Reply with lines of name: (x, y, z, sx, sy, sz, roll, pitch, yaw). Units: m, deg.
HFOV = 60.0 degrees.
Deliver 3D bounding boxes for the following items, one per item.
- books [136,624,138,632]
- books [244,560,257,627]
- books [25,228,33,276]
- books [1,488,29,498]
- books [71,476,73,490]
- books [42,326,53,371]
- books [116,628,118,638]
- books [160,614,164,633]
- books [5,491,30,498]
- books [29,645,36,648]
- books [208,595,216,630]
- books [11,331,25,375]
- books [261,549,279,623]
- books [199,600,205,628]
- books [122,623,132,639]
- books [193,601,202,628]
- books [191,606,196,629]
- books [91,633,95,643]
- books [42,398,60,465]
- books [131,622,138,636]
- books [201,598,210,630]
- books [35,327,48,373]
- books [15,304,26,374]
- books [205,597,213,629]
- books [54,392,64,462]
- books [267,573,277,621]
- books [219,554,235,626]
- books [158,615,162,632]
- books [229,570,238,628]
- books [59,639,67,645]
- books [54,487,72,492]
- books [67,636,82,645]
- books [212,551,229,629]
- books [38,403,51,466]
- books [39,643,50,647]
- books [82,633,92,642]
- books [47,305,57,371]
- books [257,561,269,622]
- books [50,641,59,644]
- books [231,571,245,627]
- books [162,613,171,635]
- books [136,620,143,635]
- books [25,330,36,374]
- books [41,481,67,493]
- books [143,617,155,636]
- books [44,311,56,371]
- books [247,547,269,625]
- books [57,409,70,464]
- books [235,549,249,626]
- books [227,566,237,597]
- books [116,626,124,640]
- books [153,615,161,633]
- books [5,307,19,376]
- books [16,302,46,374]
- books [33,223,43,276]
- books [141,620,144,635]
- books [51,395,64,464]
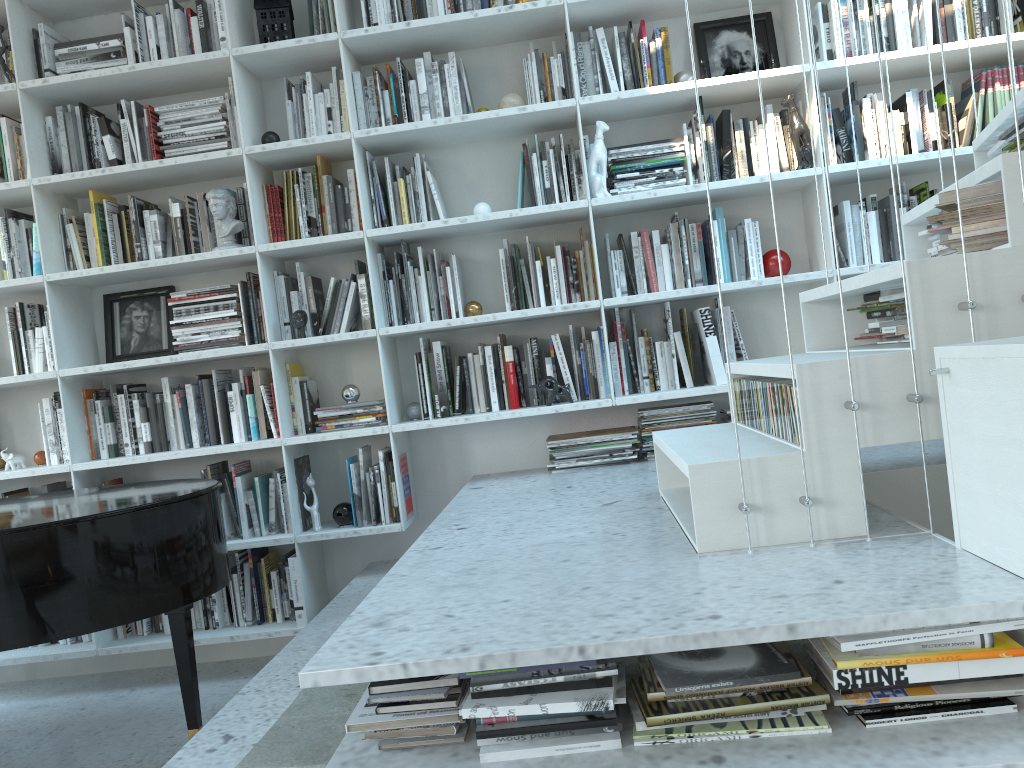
books: (-1.523, 0.883, 3.653, 0.010, 0.259, 0.131, -7, 2, 4)
books: (-1.032, 0.826, 3.575, 0.044, 0.251, 0.186, -7, 1, 4)
books: (-1.916, -0.516, 3.622, 0.026, 0.219, 0.150, -7, 1, 4)
books: (-2.035, 0.580, 3.668, 0.012, 0.285, 0.159, -7, 2, 4)
books: (-1.730, 0.525, 3.631, 0.013, 0.320, 0.173, -7, 2, 4)
books: (-1.843, -0.139, 3.619, 0.024, 0.188, 0.172, -7, 1, 4)
books: (-1.597, 0.894, 3.650, 0.012, 0.254, 0.161, -7, 2, 4)
books: (-1.410, 0.860, 3.636, 0.012, 0.276, 0.154, -7, 2, 4)
books: (-2.023, 0.586, 3.662, 0.012, 0.271, 0.142, -7, 2, 4)
books: (-1.956, 0.939, 3.660, 0.012, 0.254, 0.161, -7, 2, 4)
books: (-1.192, 0.803, 3.596, 0.014, 0.336, 0.182, -7, 2, 4)
books: (-1.976, -0.122, 3.625, 0.025, 0.186, 0.154, -7, 1, 4)
books: (-0.963, 0.814, 3.582, 0.011, 0.258, 0.171, -7, 2, 4)
books: (-1.236, 0.875, 3.619, 0.024, 0.203, 0.144, -7, 1, 4)
books: (-1.553, 0.866, 3.625, 0.014, 0.301, 0.184, -7, 2, 4)
books: (-1.265, 0.850, 3.622, 0.028, 0.261, 0.132, -7, 2, 4)
books: (-1.292, 0.866, 3.626, 0.030, 0.235, 0.138, -7, 2, 4)
books: (-1.671, 0.901, 3.627, 0.024, 0.260, 0.189, -7, 1, 4)
books: (-1.842, 0.189, 3.626, 0.027, 0.269, 0.158, -7, 2, 4)
books: (-1.540, 0.844, 3.640, 0.014, 0.340, 0.139, -7, 2, 4)
books: (-1.223, 0.833, 3.604, 0.013, 0.285, 0.184, -7, 2, 4)
books: (-1.883, -0.134, 3.617, 0.057, 0.188, 0.156, -7, 1, 4)
books: (-1.964, -0.177, 3.633, 0.011, 0.292, 0.155, -7, 2, 4)
books: (-1.201, 0.866, 3.608, 0.022, 0.213, 0.167, -7, 1, 4)
books: (-1.813, 0.174, 3.633, 0.014, 0.291, 0.131, -7, 2, 4)
books: (-0.941, 0.845, 3.592, 0.024, 0.191, 0.155, -7, 1, 4)
books: (-1.153, 0.835, 3.611, 0.024, 0.262, 0.131, -7, 2, 4)
books: (-1.420, 0.880, 3.633, 0.012, 0.239, 0.128, -7, 2, 4)
books: (-1.095, 0.857, 3.585, 0.010, 0.206, 0.179, -7, 1, 4)
books: (-1.833, 0.924, 3.654, 0.062, 0.253, 0.177, -7, 1, 4)
books: (-1.821, 0.564, 3.623, 0.011, 0.266, 0.191, -7, 1, 4)
books: (-1.787, 0.908, 3.640, 0.012, 0.275, 0.180, -7, 2, 4)
books: (-1.175, 0.825, 3.597, 0.014, 0.288, 0.184, -7, 2, 4)
books: (-1.875, 0.200, 3.639, 0.012, 0.254, 0.161, -7, 2, 4)
books: (-1.901, 0.958, 3.660, 0.029, 0.202, 0.178, -7, 1, 4)
books: (-1.743, 0.902, 3.650, 0.073, 0.276, 0.181, -7, 2, 4)
books: (-1.811, -0.184, 3.611, 0.027, 0.269, 0.178, -7, 2, 4)
books: (-0.980, 0.826, 3.599, 0.028, 0.239, 0.140, -7, 2, 4)
books: (-1.874, 0.937, 3.669, 0.028, 0.238, 0.136, -7, 2, 4)
books: (-1.076, 0.852, 3.588, 0.029, 0.210, 0.170, -7, 1, 4)
books: (-1.376, 0.891, 3.611, 0.028, 0.206, 0.174, -7, 1, 4)
books: (-1.507, 0.878, 3.642, 0.025, 0.264, 0.144, -7, 2, 4)
books: (-1.925, -0.127, 3.636, 0.030, 0.183, 0.154, -7, 1, 4)
books: (-1.874, 0.556, 3.665, 0.025, 0.294, 0.134, -7, 2, 4)
books: (-1.470, 0.850, 3.629, 0.034, 0.311, 0.170, -7, 2, 4)
books: (-1.830, -0.169, 3.606, 0.012, 0.244, 0.171, -7, 1, 4)
books: (-1.007, 0.790, 3.576, 0.013, 0.317, 0.186, -7, 2, 4)
books: (-1.788, 0.206, 3.624, 0.029, 0.221, 0.153, -7, 1, 4)
books: (-1.061, 0.809, 3.586, 0.011, 0.293, 0.184, -7, 2, 4)
books: (-1.118, 0.856, 3.618, 0.040, 0.212, 0.129, -7, 2, 4)
books: (-1.570, 0.890, 3.627, 0.026, 0.256, 0.183, -7, 1, 4)
books: (-1.437, 0.878, 3.638, 0.022, 0.247, 0.143, -7, 2, 4)
books: (-2.000, -0.169, 3.629, 0.012, 0.285, 0.159, -7, 2, 4)
books: (-1.953, -0.181, 3.629, 0.012, 0.298, 0.166, -7, 2, 4)
books: (-1.875, -0.525, 3.595, 0.060, 0.227, 0.179, -7, 1, 4)
books: (-1.494, 0.840, 3.629, 0.012, 0.337, 0.144, -7, 2, 4)
books: (-1.823, 0.182, 3.638, 0.010, 0.277, 0.155, -7, 2, 4)
